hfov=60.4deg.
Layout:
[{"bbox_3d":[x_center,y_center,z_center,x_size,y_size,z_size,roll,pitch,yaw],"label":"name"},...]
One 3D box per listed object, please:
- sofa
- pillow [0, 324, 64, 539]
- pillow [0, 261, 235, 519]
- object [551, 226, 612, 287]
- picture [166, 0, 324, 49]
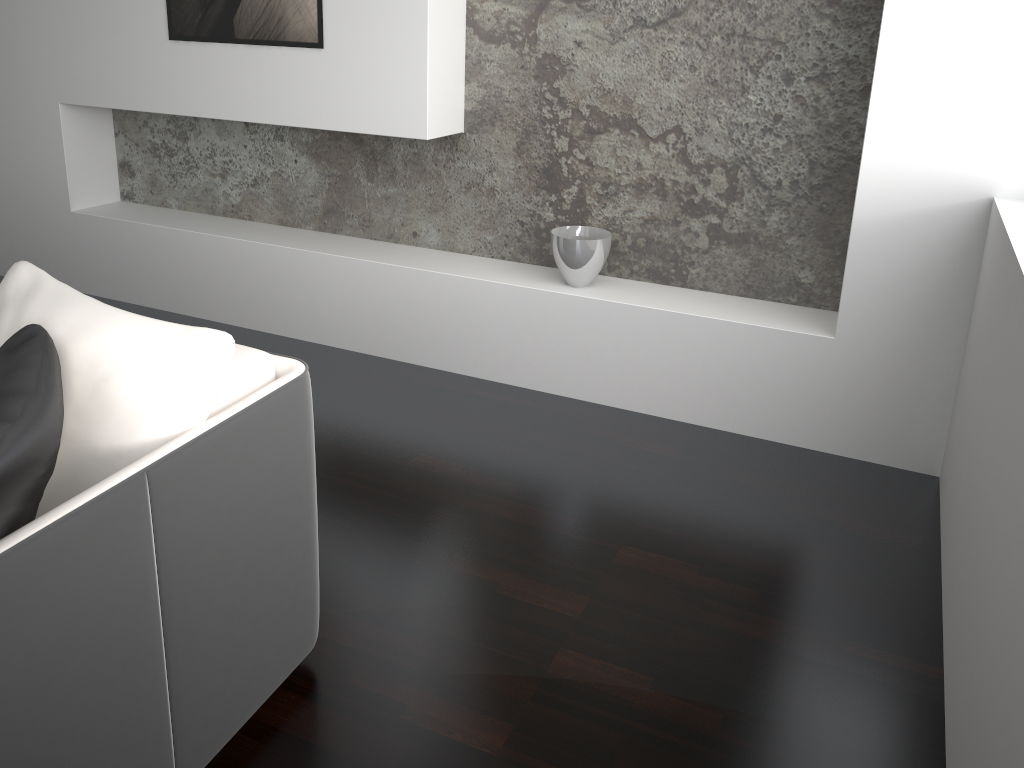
[{"bbox_3d":[-1.571,0.186,1.745,2.253,0.638,0.948,11,23,20],"label":"sofa"},{"bbox_3d":[-0.800,0.204,1.240,0.334,0.421,0.570,-5,22,-19],"label":"pillow"},{"bbox_3d":[-0.780,0.098,1.505,0.593,0.490,0.307,13,21,26],"label":"pillow"},{"bbox_3d":[0.243,-0.449,3.150,0.216,0.184,0.222,9,21,17],"label":"object"},{"bbox_3d":[-1.013,-1.764,3.229,0.751,0.970,0.004,11,19,23],"label":"picture"}]
